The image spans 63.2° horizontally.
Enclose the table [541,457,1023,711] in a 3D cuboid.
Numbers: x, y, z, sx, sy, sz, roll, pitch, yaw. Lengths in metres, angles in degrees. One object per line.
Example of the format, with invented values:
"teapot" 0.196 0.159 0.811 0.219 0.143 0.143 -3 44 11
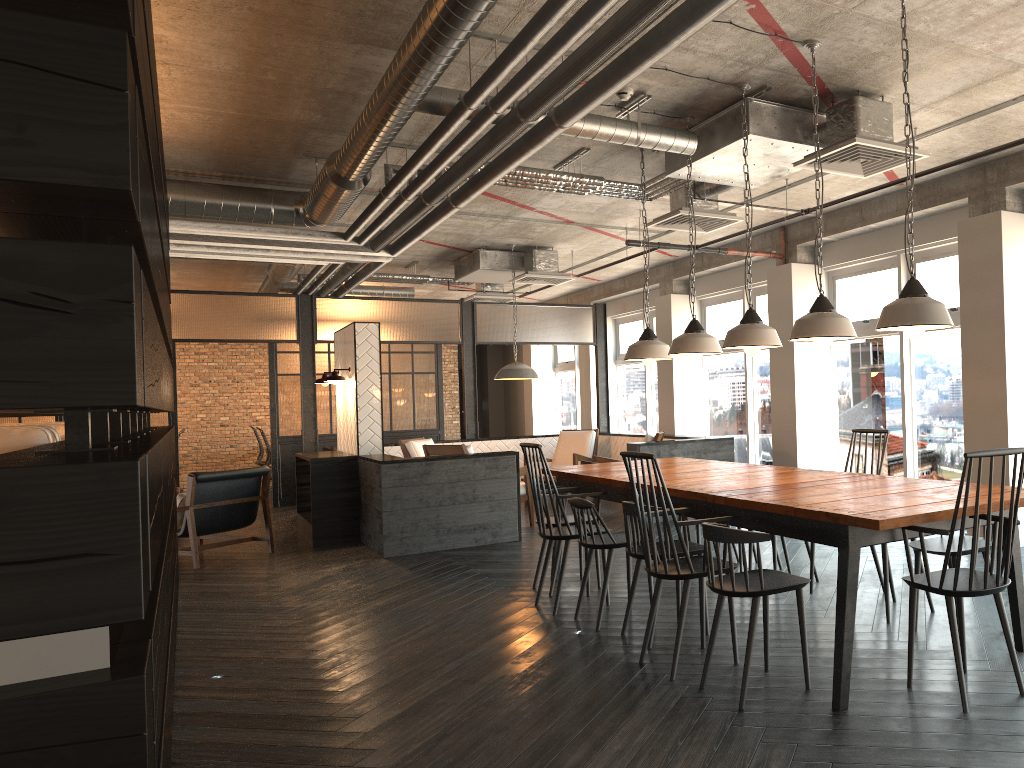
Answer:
"table" 1.378 0.952 4.993 1.365 0.791 3.263 -1 -1 -23

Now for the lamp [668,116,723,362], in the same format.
"lamp" 1.171 -1.011 5.421 0.390 1.737 0.342 -2 0 -8

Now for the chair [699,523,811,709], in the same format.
"chair" 1.065 0.959 3.639 0.510 0.737 0.324 -2 0 -28

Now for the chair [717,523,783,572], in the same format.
"chair" 1.719 0.994 6.105 0.510 0.737 0.324 -2 0 -28

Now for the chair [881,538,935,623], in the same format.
"chair" 2.176 0.954 4.803 0.531 0.725 0.324 -2 0 -28

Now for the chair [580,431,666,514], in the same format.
"chair" 1.226 0.999 9.272 0.926 0.906 0.735 -2 -1 7

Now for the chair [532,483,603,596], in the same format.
"chair" 0.381 1.030 5.728 0.510 0.737 0.324 -2 0 -28

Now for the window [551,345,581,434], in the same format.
"window" 1.196 0.148 15.015 0.281 2.874 2.168 -2 -1 -22

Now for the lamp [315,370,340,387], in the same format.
"lamp" -1.960 -0.058 8.774 0.171 0.171 0.257 -2 -1 32

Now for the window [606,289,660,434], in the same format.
"window" 2.088 0.065 12.734 0.281 2.874 2.168 -2 -1 -22

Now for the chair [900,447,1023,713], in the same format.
"chair" 1.900 0.780 3.509 0.518 1.032 0.432 -2 0 -22

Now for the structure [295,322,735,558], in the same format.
"structure" -0.137 0.445 9.456 4.544 2.115 3.209 -1 -1 -27

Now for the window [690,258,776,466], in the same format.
"window" 2.980 -0.017 10.454 0.281 2.874 2.168 -2 -1 -22

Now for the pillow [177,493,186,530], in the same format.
"pillow" -2.640 1.086 7.295 0.223 0.334 0.763 -2 -1 33

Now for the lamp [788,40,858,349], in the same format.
"lamp" 1.596 -1.050 4.334 0.423 1.737 0.309 -2 0 -38

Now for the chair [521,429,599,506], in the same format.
"chair" 0.675 1.049 10.614 0.648 0.906 1.038 -2 -1 26

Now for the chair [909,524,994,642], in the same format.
"chair" 2.333 0.933 4.373 0.510 0.737 0.324 -2 0 -28

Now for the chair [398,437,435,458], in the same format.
"chair" -0.731 1.075 9.711 0.900 0.906 0.755 -2 -1 12

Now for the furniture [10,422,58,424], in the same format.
"furniture" -3.426 0.875 4.761 2.153 1.260 0.513 -1 -1 -30

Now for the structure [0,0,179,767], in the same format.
"structure" -4.575 0.104 1.962 7.002 2.741 4.750 -1 -1 -27

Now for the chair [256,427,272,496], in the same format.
"chair" -3.356 1.144 12.270 0.801 1.062 0.600 -2 -1 -27

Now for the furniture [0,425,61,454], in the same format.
"furniture" -2.472 0.786 2.322 2.152 1.260 0.926 -1 -1 -29

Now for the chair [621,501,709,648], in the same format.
"chair" 0.833 0.987 4.508 0.510 0.737 0.324 -2 0 -28

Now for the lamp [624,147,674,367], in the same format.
"lamp" 0.958 -0.991 5.964 0.390 1.737 0.342 -2 0 -8

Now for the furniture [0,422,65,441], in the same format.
"furniture" -3.006 0.836 3.686 2.152 1.260 0.926 -1 -1 -29

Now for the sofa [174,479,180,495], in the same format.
"sofa" -4.372 1.305 8.478 1.854 0.637 0.583 -1 -1 -29

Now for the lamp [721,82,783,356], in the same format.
"lamp" 1.383 -1.031 4.878 0.403 1.737 0.329 -2 0 -16

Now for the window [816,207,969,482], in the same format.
"window" 3.871 -0.100 8.178 0.281 2.874 2.168 -2 -1 -22

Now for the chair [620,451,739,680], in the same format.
"chair" 0.829 0.828 4.003 0.561 1.032 0.397 -2 0 -27

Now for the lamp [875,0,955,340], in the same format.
"lamp" 1.809 -1.070 3.790 0.345 1.737 0.387 -2 0 15

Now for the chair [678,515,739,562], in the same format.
"chair" 1.504 1.014 6.428 0.531 0.725 0.324 -2 0 -28

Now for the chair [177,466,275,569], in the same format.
"chair" -2.802 1.147 7.368 0.906 0.795 0.839 -2 -1 28

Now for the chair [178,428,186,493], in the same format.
"chair" -5.409 1.224 12.743 0.801 1.062 0.600 -2 -1 -27

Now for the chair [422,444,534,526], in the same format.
"chair" -0.332 1.032 8.404 0.625 0.906 1.070 -2 -1 35

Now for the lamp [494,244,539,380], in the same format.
"lamp" 0.031 -0.830 9.560 0.568 1.544 0.451 -2 0 -19

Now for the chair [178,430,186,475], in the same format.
"chair" -4.881 1.175 11.394 0.801 1.062 0.600 -2 -1 -27

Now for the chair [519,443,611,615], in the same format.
"chair" 0.356 0.871 5.212 0.561 1.032 0.397 -2 0 -27

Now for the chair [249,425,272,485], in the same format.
"chair" -3.867 1.191 13.578 0.801 1.062 0.600 -2 -1 -27

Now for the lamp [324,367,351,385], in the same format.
"lamp" -1.732 -0.079 8.192 0.171 0.171 0.257 -2 -1 32

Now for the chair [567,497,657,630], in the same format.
"chair" 0.596 1.009 4.867 0.531 0.725 0.324 -2 0 -28

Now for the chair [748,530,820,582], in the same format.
"chair" 1.823 0.980 5.659 0.510 0.737 0.324 -2 0 -28

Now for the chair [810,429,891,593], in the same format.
"chair" 2.128 0.813 5.295 0.561 1.032 0.397 -2 0 -27
